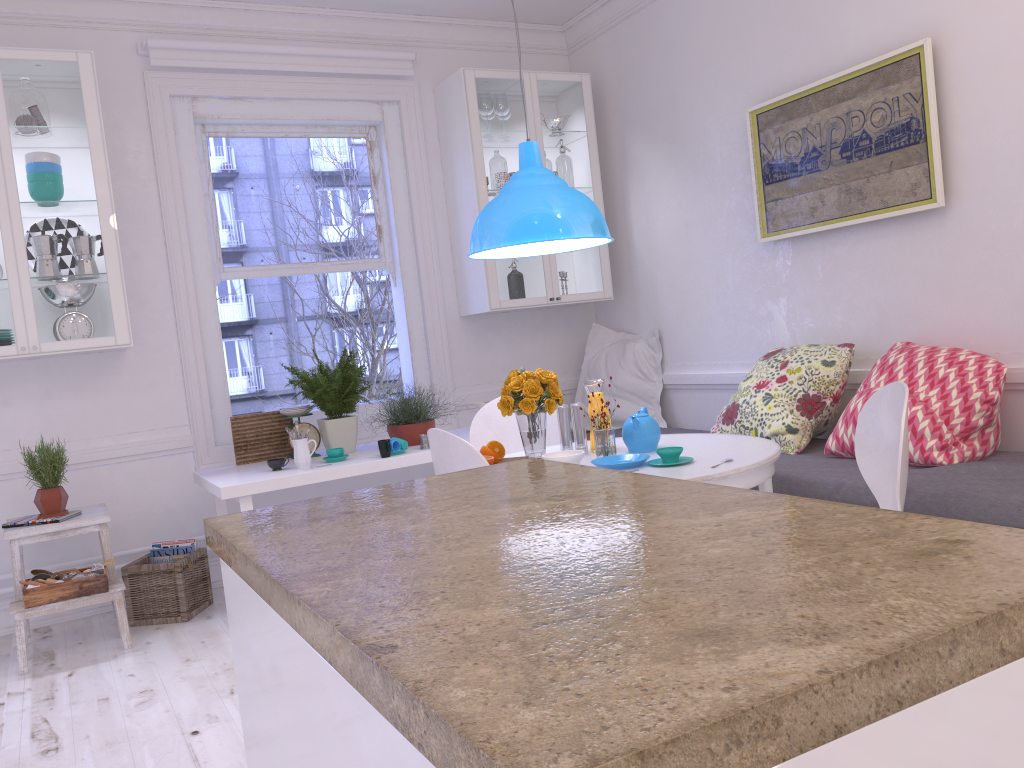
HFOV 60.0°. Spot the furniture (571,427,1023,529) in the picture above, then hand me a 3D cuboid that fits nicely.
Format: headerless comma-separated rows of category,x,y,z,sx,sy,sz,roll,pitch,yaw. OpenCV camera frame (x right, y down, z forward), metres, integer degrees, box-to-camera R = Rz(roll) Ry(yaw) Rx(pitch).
furniture,1.131,0.510,3.837,0.769,0.508,3.296,-8,4,-28

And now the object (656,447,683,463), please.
object,0.509,0.230,2.855,0.088,0.043,0.088,-8,3,-20

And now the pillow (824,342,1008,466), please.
pillow,1.517,0.064,3.304,0.491,0.424,0.587,-8,4,-25

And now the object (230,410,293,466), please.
object,-1.212,0.259,4.339,0.294,0.237,0.028,-8,4,-28

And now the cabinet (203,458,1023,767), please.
cabinet,0.072,0.609,1.190,0.654,0.842,1.167,-8,4,-28

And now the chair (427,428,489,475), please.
chair,0.023,0.523,2.817,0.483,0.845,0.604,-8,4,-28

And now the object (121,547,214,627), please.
object,-1.567,0.921,4.048,0.276,0.270,0.276,-6,3,6

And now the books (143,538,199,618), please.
books,-1.568,0.887,4.059,0.221,0.306,0.205,-6,3,6

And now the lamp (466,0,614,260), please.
lamp,0.000,-1.482,3.350,0.568,1.948,0.568,-6,3,6

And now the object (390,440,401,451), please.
object,-0.546,0.283,4.010,0.080,0.058,0.069,-4,4,35

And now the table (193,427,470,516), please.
table,-0.643,0.630,4.248,1.514,0.619,0.736,-8,4,-28

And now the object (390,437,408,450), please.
object,-0.520,0.272,4.037,0.082,0.059,0.069,-4,4,40

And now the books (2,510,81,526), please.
books,-1.990,0.567,3.760,0.246,0.007,0.180,-6,3,2

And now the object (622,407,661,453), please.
object,0.468,0.165,3.206,0.156,0.151,0.150,-8,3,-24

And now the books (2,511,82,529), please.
books,-1.989,0.576,3.761,0.246,0.011,0.180,-6,3,2

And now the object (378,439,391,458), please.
object,-0.564,0.288,3.932,0.055,0.077,0.070,-7,3,-2

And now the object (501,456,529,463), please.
object,-0.081,0.298,3.086,0.224,0.024,0.347,-6,3,12

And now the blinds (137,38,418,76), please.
blinds,-1.171,-1.697,4.639,1.451,0.131,0.136,-8,4,-28

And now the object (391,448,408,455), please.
object,-0.531,0.307,4.021,0.121,0.021,0.121,-6,3,13

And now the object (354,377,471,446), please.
object,-0.492,0.128,4.359,0.668,0.367,0.531,-7,3,-3

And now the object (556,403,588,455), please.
object,0.223,0.171,3.293,0.101,0.186,0.122,-6,3,2

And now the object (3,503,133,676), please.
object,-1.896,0.840,3.773,0.418,0.534,0.599,-8,4,-28

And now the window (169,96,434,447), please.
window,-1.129,-0.638,4.870,1.234,1.782,0.181,-8,4,-28

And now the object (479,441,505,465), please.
object,-0.106,0.251,3.101,0.129,0.075,0.285,-6,3,8

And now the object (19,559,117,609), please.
object,-1.790,0.797,3.595,0.358,0.110,0.211,-8,4,-25

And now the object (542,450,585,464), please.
object,0.175,0.260,2.992,0.147,0.052,0.147,-6,3,15

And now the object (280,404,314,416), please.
object,-1.047,0.128,4.318,0.164,0.047,0.163,-5,3,22

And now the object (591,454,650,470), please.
object,0.357,0.258,2.919,0.196,0.023,0.196,-9,4,-40

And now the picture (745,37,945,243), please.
picture,1.365,-0.979,3.754,0.020,0.629,0.971,-8,4,-28

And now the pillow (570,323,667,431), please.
pillow,0.617,-0.053,5.222,0.677,0.642,0.374,-4,4,33

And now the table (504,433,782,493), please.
table,0.383,0.573,3.115,1.140,0.629,1.140,-6,3,1

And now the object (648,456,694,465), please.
object,0.511,0.251,2.856,0.147,0.011,0.147,-8,4,-25

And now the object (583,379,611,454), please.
object,0.324,0.117,3.318,0.094,0.267,0.116,-6,3,-1

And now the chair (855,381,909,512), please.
chair,0.917,0.437,2.570,0.483,0.845,0.604,-6,3,7

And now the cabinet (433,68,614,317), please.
cabinet,0.081,-1.094,5.127,0.823,1.311,0.425,-8,4,-28

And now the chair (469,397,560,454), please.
chair,0.001,0.476,3.701,0.604,0.845,0.483,-5,3,18

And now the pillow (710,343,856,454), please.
pillow,1.200,0.061,3.911,0.509,0.447,0.592,-8,3,-23

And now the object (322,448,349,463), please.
object,-0.797,0.321,4.004,0.121,0.055,0.121,-6,3,13

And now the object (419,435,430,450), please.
object,-0.395,0.265,4.094,0.066,0.067,0.052,-8,4,-27

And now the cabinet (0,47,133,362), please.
cabinet,-2.217,-0.768,3.914,0.823,1.311,0.425,-8,4,-28

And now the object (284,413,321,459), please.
object,-1.024,0.253,4.318,0.159,0.208,0.185,-8,4,-28

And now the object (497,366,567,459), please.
object,0.077,0.108,3.226,0.235,0.351,0.234,-5,4,27

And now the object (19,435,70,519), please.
object,-1.961,0.374,3.765,0.196,0.367,0.186,-5,3,17

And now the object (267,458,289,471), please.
object,-1.037,0.357,3.913,0.082,0.048,0.079,-5,3,22

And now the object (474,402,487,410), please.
object,-0.121,0.164,4.590,0.115,0.152,0.127,-3,5,45

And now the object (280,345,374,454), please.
object,-0.861,0.075,4.273,0.438,0.527,0.368,-8,4,-28

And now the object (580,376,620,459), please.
object,0.327,0.119,3.101,0.128,0.287,0.128,-8,4,-26
